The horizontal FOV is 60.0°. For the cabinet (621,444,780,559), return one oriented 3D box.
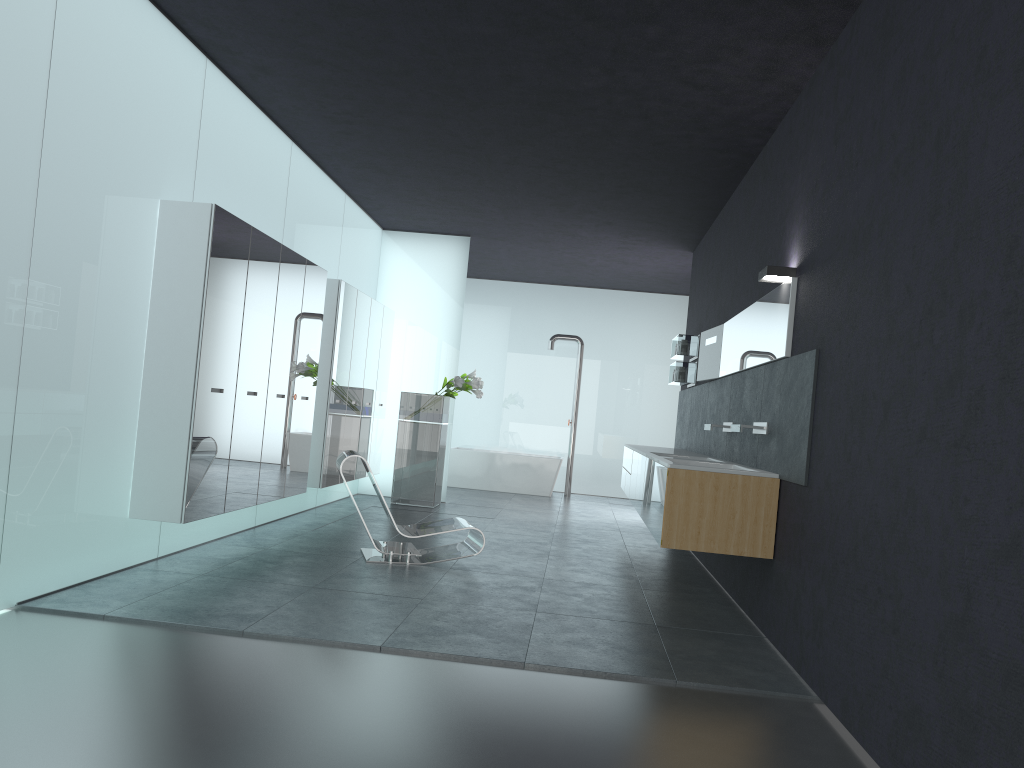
[{"bbox_3d":[1.581,0.959,8.626,0.734,0.556,5.586,5,-2,5],"label":"cabinet"}]

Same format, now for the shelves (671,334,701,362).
[{"bbox_3d":[2.153,-0.448,11.027,0.265,0.285,0.770,5,-2,5],"label":"shelves"}]

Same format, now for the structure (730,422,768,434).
[{"bbox_3d":[1.743,0.318,6.544,0.186,0.088,0.482,5,-2,5],"label":"structure"}]

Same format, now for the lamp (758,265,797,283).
[{"bbox_3d":[1.819,-0.750,6.086,0.198,0.066,0.277,5,-2,4],"label":"lamp"}]

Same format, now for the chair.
[{"bbox_3d":[-0.891,1.064,7.639,1.262,0.870,0.629,6,-1,-14],"label":"chair"}]

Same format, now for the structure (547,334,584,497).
[{"bbox_3d":[0.834,0.565,15.500,0.642,2.871,0.123,5,-1,4],"label":"structure"}]

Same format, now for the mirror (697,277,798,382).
[{"bbox_3d":[1.984,-0.366,7.745,0.109,0.532,3.724,5,-2,3],"label":"mirror"}]

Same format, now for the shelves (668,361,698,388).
[{"bbox_3d":[2.123,-0.121,11.022,0.265,0.285,0.770,5,-2,5],"label":"shelves"}]

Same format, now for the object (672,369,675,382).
[{"bbox_3d":[2.093,-0.091,11.305,0.096,0.184,0.068,5,-1,-4],"label":"object"}]

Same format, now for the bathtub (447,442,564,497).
[{"bbox_3d":[-0.107,1.436,15.554,1.977,0.858,0.961,5,-2,4],"label":"bathtub"}]

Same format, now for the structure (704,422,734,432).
[{"bbox_3d":[1.850,0.380,7.959,0.186,0.088,0.482,5,-2,5],"label":"structure"}]

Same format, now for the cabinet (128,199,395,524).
[{"bbox_3d":[-2.120,-0.030,9.105,0.398,2.214,6.008,5,-2,5],"label":"cabinet"}]

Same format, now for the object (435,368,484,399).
[{"bbox_3d":[-0.894,0.133,11.839,1.024,0.779,0.974,5,-2,-3],"label":"object"}]

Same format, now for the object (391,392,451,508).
[{"bbox_3d":[-1.229,0.880,12.000,0.585,1.490,0.575,5,-1,4],"label":"object"}]

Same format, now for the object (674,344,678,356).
[{"bbox_3d":[2.124,-0.417,11.310,0.096,0.184,0.068,5,-1,-4],"label":"object"}]
